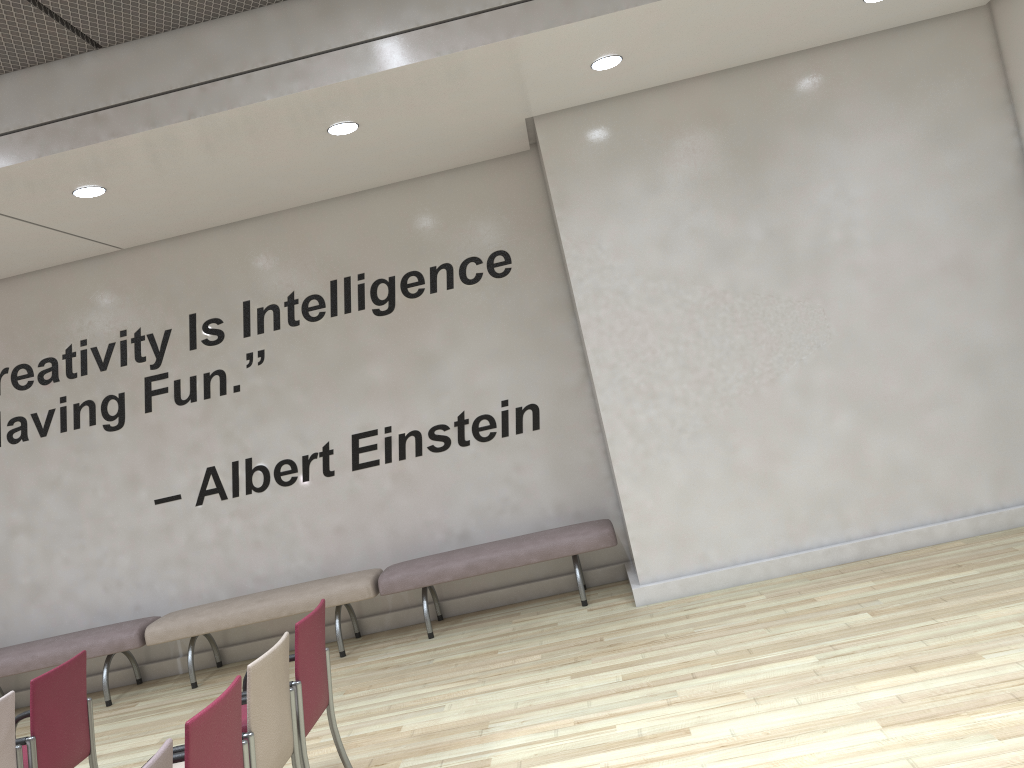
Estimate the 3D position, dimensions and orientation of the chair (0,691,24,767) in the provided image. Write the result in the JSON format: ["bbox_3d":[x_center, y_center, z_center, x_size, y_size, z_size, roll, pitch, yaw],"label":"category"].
[{"bbox_3d":[-2.346,1.818,3.618,0.640,0.890,0.513,-13,0,4],"label":"chair"}]

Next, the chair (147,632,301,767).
[{"bbox_3d":[-1.149,1.546,3.552,0.640,0.890,0.513,-13,0,4],"label":"chair"}]

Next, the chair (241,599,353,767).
[{"bbox_3d":[-1.110,1.540,4.100,0.640,0.890,0.513,-13,0,3],"label":"chair"}]

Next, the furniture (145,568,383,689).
[{"bbox_3d":[-1.875,1.901,6.932,1.833,0.550,0.530,-13,0,4],"label":"furniture"}]

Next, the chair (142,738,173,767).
[{"bbox_3d":[-1.215,1.555,2.443,0.640,0.890,0.513,-13,0,3],"label":"chair"}]

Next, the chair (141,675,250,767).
[{"bbox_3d":[-1.183,1.550,3.004,0.640,0.890,0.513,-13,0,4],"label":"chair"}]

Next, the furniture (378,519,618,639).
[{"bbox_3d":[-0.070,1.490,6.814,1.833,0.550,0.530,-13,0,4],"label":"furniture"}]

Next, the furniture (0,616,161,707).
[{"bbox_3d":[-3.683,2.313,7.050,1.833,0.550,0.530,-13,0,4],"label":"furniture"}]

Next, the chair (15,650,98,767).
[{"bbox_3d":[-2.306,1.812,4.178,0.640,0.890,0.513,-13,0,3],"label":"chair"}]
